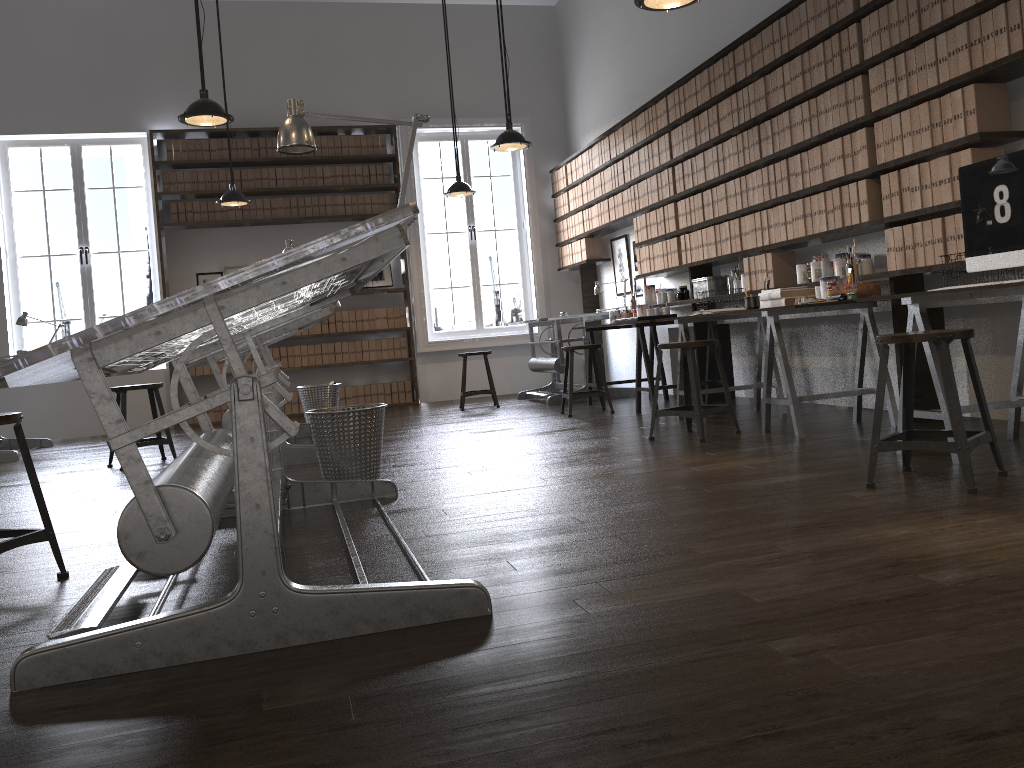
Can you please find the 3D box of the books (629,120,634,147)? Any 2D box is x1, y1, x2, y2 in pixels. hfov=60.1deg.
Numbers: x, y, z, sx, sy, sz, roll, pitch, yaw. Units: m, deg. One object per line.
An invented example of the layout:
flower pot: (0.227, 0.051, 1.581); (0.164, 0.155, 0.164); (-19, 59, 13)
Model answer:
books: (1.105, -2.151, 7.623); (0.175, 0.226, 0.067); (-5, 0, -14)

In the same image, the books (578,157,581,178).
books: (0.766, -2.192, 8.965); (0.175, 0.225, 0.066); (-5, 0, -14)

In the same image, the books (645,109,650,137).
books: (1.191, -2.141, 7.279); (0.175, 0.226, 0.067); (-5, 0, -14)

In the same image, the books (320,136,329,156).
books: (-2.001, -2.508, 9.444); (0.067, 0.225, 0.174); (-5, 1, -14)

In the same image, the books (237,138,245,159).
books: (-2.824, -2.428, 9.234); (0.067, 0.225, 0.174); (-5, 1, -14)

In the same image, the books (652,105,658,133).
books: (1.231, -2.137, 7.147); (0.175, 0.225, 0.066); (-5, 0, -14)

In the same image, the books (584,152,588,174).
books: (0.812, -2.186, 8.774); (0.175, 0.225, 0.066); (-5, 0, -14)

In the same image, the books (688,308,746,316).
books: (1.279, -0.449, 5.473); (0.256, 0.029, 0.354); (-6, 3, -14)

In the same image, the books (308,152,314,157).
books: (-2.140, -2.495, 9.404); (0.067, 0.226, 0.174); (-5, 1, -14)

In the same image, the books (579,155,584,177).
books: (0.777, -2.189, 8.898); (0.175, 0.226, 0.067); (-5, 0, -14)

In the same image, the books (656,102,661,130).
books: (1.250, -2.135, 7.080); (0.174, 0.225, 0.066); (-5, 0, -14)

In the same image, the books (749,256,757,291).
books: (1.673, -0.737, 5.869); (0.175, 0.225, 0.066); (-5, 0, -14)

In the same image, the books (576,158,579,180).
books: (0.748, -2.194, 9.034); (0.174, 0.225, 0.066); (-5, 0, -14)

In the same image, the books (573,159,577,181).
books: (0.727, -2.196, 9.101); (0.174, 0.225, 0.066); (-5, 0, -14)

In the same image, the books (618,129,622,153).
books: (1.042, -2.159, 7.885); (0.175, 0.225, 0.066); (-5, 0, -14)

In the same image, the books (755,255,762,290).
books: (1.691, -0.735, 5.800); (0.174, 0.225, 0.066); (-5, 0, -14)

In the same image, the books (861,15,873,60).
books: (1.910, -1.784, 4.579); (0.174, 0.225, 0.066); (-5, 0, -14)

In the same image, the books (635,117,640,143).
books: (1.145, -2.148, 7.489); (0.174, 0.225, 0.066); (-5, 0, -14)

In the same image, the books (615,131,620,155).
books: (1.025, -2.161, 7.954); (0.174, 0.225, 0.066); (-5, 0, -14)

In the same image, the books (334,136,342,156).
books: (-1.867, -2.522, 9.480); (0.067, 0.225, 0.174); (-5, 1, -14)

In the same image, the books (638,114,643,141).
books: (1.159, -2.145, 7.420); (0.174, 0.225, 0.066); (-5, 0, -14)

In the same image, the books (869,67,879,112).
books: (1.939, -1.515, 4.558); (0.175, 0.225, 0.066); (-5, 0, -14)

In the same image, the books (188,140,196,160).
books: (-3.288, -2.383, 9.116); (0.067, 0.225, 0.174); (-5, 1, -14)

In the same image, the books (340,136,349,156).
books: (-1.798, -2.528, 9.494); (0.067, 0.226, 0.174); (-5, 1, -14)

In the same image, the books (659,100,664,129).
books: (1.263, -2.133, 7.011); (0.174, 0.225, 0.066); (-5, 0, -14)

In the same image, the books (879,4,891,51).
books: (1.942, -1.779, 4.438); (0.175, 0.226, 0.067); (-5, 0, -14)

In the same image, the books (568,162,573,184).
books: (0.689, -2.200, 9.243); (0.175, 0.226, 0.067); (-5, 0, -14)

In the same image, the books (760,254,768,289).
books: (1.705, -0.732, 5.730); (0.174, 0.225, 0.066); (-5, 0, -14)

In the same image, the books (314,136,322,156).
books: (-2.070, -2.502, 9.422); (0.067, 0.225, 0.174); (-5, 1, -14)

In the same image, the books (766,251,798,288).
books: (1.727, -0.731, 5.662); (0.175, 0.225, 0.066); (-5, 0, -14)

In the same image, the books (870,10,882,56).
books: (1.925, -1.781, 4.508); (0.175, 0.225, 0.066); (-5, 0, -14)

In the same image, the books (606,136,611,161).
books: (0.966, -2.167, 8.163); (0.175, 0.226, 0.067); (-5, 0, -14)

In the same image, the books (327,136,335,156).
books: (-1.935, -2.515, 9.465); (0.067, 0.225, 0.174); (-5, 1, -14)

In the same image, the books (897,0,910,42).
books: (1.981, -1.776, 4.315); (0.175, 0.225, 0.066); (-5, 0, -14)

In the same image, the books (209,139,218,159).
books: (-3.082, -2.403, 9.165); (0.067, 0.225, 0.174); (-5, 1, -14)

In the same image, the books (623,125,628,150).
books: (1.075, -2.155, 7.755); (0.175, 0.225, 0.066); (-5, 0, -14)

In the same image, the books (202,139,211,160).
books: (-3.151, -2.396, 9.145); (0.067, 0.226, 0.174); (-5, 1, -14)

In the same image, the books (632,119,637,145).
books: (1.126, -2.149, 7.556); (0.175, 0.225, 0.066); (-5, 0, -14)

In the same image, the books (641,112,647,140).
books: (1.173, -2.143, 7.349); (0.175, 0.225, 0.066); (-5, 0, -14)

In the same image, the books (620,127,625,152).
books: (1.053, -2.157, 7.819); (0.175, 0.226, 0.067); (-5, 0, -14)

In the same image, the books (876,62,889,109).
books: (1.950, -1.513, 4.496); (0.175, 0.226, 0.067); (-5, 0, -14)

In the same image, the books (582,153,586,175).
books: (0.798, -2.188, 8.835); (0.175, 0.225, 0.066); (-5, 0, -14)

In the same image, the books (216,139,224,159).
books: (-3.021, -2.409, 9.182); (0.067, 0.225, 0.174); (-5, 1, -14)

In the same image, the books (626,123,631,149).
books: (1.089, -2.153, 7.694); (0.175, 0.225, 0.066); (-5, 0, -14)

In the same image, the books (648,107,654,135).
books: (1.211, -2.139, 7.219); (0.175, 0.225, 0.066); (-5, 0, -14)

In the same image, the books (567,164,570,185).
books: (0.676, -2.202, 9.316); (0.175, 0.225, 0.066); (-5, 0, -14)

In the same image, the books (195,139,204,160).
books: (-3.220, -2.390, 9.131); (0.067, 0.225, 0.174); (-5, 1, -14)

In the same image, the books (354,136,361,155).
books: (-1.669, -2.541, 9.531); (0.067, 0.225, 0.174); (-5, 1, -14)

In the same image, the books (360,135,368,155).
books: (-1.603, -2.547, 9.543); (0.067, 0.226, 0.174); (-5, 1, -14)

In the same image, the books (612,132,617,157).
books: (1.003, -2.163, 8.022); (0.174, 0.225, 0.066); (-5, 0, -14)

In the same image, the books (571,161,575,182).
books: (0.713, -2.198, 9.171); (0.175, 0.225, 0.066); (-5, 0, -14)

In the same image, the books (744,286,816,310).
books: (1.544, -0.509, 5.133); (0.386, 0.147, 0.294); (-5, 2, -14)

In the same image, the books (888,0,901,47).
books: (1.962, -1.778, 4.378); (0.175, 0.225, 0.066); (-5, 0, -14)

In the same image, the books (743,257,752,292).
books: (1.651, -0.738, 5.932); (0.175, 0.226, 0.067); (-5, 0, -14)

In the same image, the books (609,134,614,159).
books: (0.990, -2.166, 8.092); (0.175, 0.225, 0.066); (-5, 0, -14)
